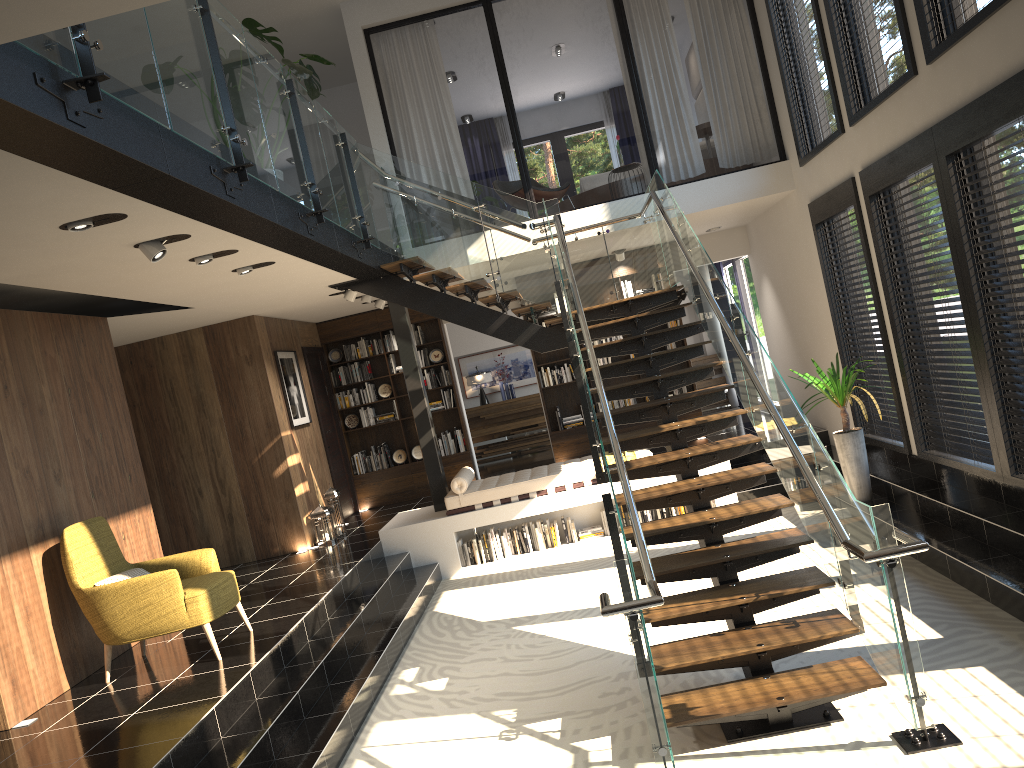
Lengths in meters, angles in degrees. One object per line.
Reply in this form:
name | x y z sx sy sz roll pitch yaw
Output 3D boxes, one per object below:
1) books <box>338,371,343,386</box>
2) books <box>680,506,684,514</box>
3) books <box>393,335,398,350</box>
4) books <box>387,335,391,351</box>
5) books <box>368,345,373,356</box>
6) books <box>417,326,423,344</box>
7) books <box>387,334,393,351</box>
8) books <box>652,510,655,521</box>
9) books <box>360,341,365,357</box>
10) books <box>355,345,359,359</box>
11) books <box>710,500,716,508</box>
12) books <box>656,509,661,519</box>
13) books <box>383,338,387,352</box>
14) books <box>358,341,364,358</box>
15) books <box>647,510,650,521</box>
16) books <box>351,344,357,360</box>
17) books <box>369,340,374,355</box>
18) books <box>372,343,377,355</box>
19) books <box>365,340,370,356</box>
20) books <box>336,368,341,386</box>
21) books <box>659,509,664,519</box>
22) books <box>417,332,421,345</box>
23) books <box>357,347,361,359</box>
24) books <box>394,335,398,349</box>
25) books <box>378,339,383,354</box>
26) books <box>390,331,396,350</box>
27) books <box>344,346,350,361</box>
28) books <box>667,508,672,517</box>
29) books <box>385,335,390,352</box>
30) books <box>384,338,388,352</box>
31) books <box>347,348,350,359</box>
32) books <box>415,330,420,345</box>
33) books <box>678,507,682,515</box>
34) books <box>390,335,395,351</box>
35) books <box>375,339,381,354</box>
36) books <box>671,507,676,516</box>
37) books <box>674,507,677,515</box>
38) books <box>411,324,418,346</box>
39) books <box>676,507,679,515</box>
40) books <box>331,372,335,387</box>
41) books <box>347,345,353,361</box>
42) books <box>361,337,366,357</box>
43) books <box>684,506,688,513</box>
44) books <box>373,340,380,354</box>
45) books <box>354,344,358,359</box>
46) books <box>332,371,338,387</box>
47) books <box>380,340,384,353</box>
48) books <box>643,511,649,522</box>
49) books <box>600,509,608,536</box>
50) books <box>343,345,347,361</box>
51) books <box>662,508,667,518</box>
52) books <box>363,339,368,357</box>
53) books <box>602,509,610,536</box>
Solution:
books | -2.386 -0.079 12.437 0.025 0.204 0.192 -12 1 4
books | 1.799 1.318 9.436 0.025 0.249 0.208 -12 2 4
books | -1.615 -0.577 12.388 0.019 0.216 0.214 -12 1 4
books | -1.692 -0.568 12.372 0.014 0.231 0.280 -12 1 4
books | -1.966 -0.466 12.435 0.040 0.149 0.125 -12 2 4
books | -1.267 -0.678 12.349 0.013 0.262 0.217 -12 2 4
books | -1.680 -0.575 12.366 0.013 0.239 0.255 -12 1 4
books | 1.511 1.358 9.499 0.066 0.294 0.142 -12 2 4
books | -2.063 -0.490 12.384 0.025 0.239 0.220 -12 1 4
books | -2.152 -0.452 12.449 0.025 0.203 0.156 -12 2 4
books | 2.113 1.241 9.411 0.037 0.264 0.272 -12 1 4
books | 1.554 1.340 9.481 0.027 0.312 0.189 -12 2 4
books | -1.757 -0.545 12.431 0.023 0.213 0.194 -12 1 4
books | -2.092 -0.479 12.398 0.039 0.230 0.205 -12 1 4
books | 1.450 1.392 9.474 0.019 0.256 0.186 -12 2 4
books | -2.209 -0.446 12.429 0.059 0.216 0.159 -12 2 4
books | -1.940 -0.507 12.422 0.030 0.217 0.165 -12 2 4
books | -1.909 -0.490 12.387 0.029 0.172 0.187 -12 1 4
books | -2.006 -0.500 12.414 0.020 0.235 0.206 -12 2 4
books | -2.435 -0.094 12.464 0.066 0.255 0.127 -12 2 4
books | 1.589 1.360 9.493 0.030 0.257 0.160 -12 2 4
books | -1.277 -0.637 12.374 0.027 0.186 0.220 -12 1 4
books | -2.119 -0.435 12.420 0.035 0.156 0.186 -12 1 4
books | -1.591 -0.579 12.404 0.027 0.207 0.202 -12 1 4
books | -1.822 -0.524 12.378 0.023 0.202 0.201 -12 1 4
books | -1.639 -0.602 12.337 0.011 0.276 0.287 -12 1 4
books | -2.297 -0.426 12.403 0.024 0.216 0.210 -12 1 4
books | 1.679 1.326 9.490 0.026 0.284 0.177 -12 2 4
books | -1.714 -0.566 12.393 0.033 0.237 0.231 -12 1 4
books | -1.737 -0.544 12.384 0.021 0.204 0.224 -12 1 4
books | -2.269 -0.415 12.447 0.020 0.181 0.153 -12 2 4
books | -1.310 -0.647 12.402 0.037 0.218 0.144 -12 2 4
books | 1.773 1.305 9.460 0.025 0.285 0.164 -12 2 4
books | -1.655 -0.581 12.385 0.035 0.241 0.208 -12 2 4
books | -1.852 -0.523 12.394 0.039 0.212 0.171 -12 2 4
books | 1.698 1.296 9.454 0.028 0.334 0.205 -12 2 4
books | 1.729 1.316 9.462 0.023 0.283 0.175 -12 2 4
books | -1.349 -0.680 12.341 0.017 0.302 0.266 -12 2 4
books | 1.749 1.301 9.464 0.021 0.302 0.167 -12 2 4
books | -2.496 -0.061 12.468 0.023 0.215 0.148 -12 2 4
books | -2.252 -0.439 12.425 0.026 0.222 0.202 -12 1 4
books | -2.048 -0.513 12.381 0.012 0.278 0.227 -12 2 4
books | 1.851 1.323 9.466 0.022 0.216 0.137 -12 2 4
books | -1.884 -0.516 12.404 0.027 0.212 0.180 -12 2 4
books | -2.173 -0.452 12.433 0.014 0.212 0.184 -12 2 4
books | -2.476 -0.072 12.448 0.023 0.231 0.143 -12 2 4
books | -1.796 -0.526 12.410 0.024 0.194 0.182 -12 1 4
books | 1.424 1.399 9.476 0.036 0.253 0.177 -12 2 4
books | 0.989 1.490 9.545 0.026 0.263 0.156 -12 2 4
books | -2.316 -0.431 12.441 0.017 0.234 0.199 -12 2 4
books | 1.620 1.368 9.461 0.032 0.229 0.228 -12 1 4
books | -2.028 -0.501 12.405 0.020 0.245 0.228 -12 1 4
books | 1.013 1.480 9.516 0.030 0.273 0.168 -12 2 4
